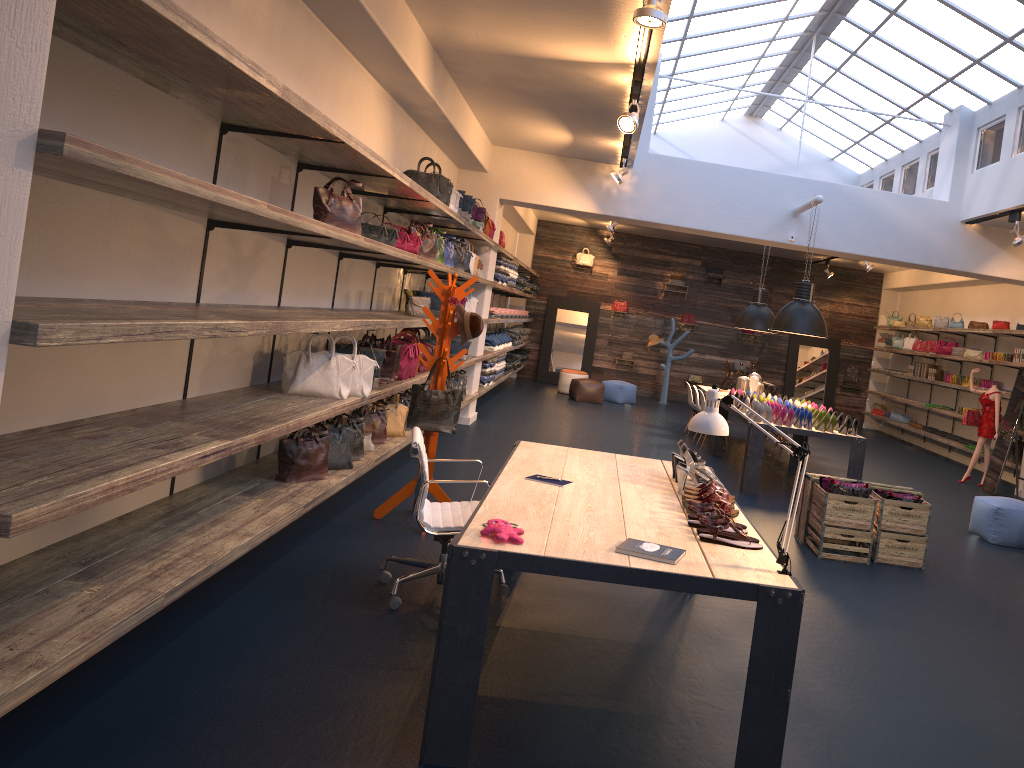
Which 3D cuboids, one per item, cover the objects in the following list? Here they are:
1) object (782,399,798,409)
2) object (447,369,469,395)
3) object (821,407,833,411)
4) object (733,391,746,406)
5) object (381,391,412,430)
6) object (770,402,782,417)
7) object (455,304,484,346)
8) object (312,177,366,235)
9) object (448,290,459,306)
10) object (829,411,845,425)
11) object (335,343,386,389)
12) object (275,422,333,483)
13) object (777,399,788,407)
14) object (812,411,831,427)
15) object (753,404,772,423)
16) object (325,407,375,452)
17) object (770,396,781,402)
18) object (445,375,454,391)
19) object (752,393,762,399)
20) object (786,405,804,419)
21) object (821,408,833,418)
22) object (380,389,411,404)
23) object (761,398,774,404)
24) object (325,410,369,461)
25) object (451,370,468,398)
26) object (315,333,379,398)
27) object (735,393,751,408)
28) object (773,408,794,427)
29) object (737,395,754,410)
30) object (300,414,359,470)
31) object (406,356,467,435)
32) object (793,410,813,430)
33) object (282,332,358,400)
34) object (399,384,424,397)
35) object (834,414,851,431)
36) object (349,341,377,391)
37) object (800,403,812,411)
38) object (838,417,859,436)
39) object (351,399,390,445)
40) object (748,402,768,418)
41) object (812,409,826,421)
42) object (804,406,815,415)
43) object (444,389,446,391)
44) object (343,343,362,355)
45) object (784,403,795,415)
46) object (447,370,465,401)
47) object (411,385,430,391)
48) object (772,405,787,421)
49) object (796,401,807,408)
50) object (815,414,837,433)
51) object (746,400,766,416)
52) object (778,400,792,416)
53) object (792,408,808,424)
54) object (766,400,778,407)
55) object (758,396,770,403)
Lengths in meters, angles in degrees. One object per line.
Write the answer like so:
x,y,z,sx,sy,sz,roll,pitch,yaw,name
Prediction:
3.475,0.278,10.823,0.204,0.195,0.239,8,3,-3,object
-0.697,-0.054,10.677,0.165,0.366,0.413,9,3,42,object
3.699,0.360,10.288,0.204,0.195,0.240,8,3,-2,object
2.817,0.183,10.789,0.202,0.195,0.242,8,3,2,object
-0.945,0.224,7.348,0.200,0.338,0.406,10,3,42,object
2.928,0.299,9.697,0.200,0.195,0.245,9,3,6,object
-0.292,-0.400,6.021,0.181,0.290,0.276,9,2,9,object
-0.991,-1.038,5.064,0.201,0.338,0.405,10,3,39,object
-0.392,-0.581,5.866,0.081,0.112,0.063,8,1,-19,object
3.636,0.400,9.743,0.202,0.195,0.242,8,3,2,object
-1.040,-0.117,5.924,0.322,0.285,0.191,9,2,19,object
-1.189,0.394,5.063,0.201,0.338,0.405,10,3,39,object
3.272,0.272,10.557,0.202,0.195,0.242,8,3,2,object
3.366,0.387,9.443,0.202,0.195,0.242,8,3,2,object
2.644,0.309,9.116,0.199,0.195,0.246,9,3,7,object
-1.144,0.291,6.136,0.165,0.366,0.413,9,3,42,object
3.269,0.246,10.833,0.202,0.195,0.242,8,3,2,object
-0.751,0.056,9.514,0.201,0.338,0.405,10,3,39,object
3.038,0.213,10.819,0.200,0.195,0.244,9,3,5,object
3.177,0.333,9.728,0.203,0.195,0.241,8,3,-1,object
3.618,0.372,10.027,0.198,0.195,0.248,9,3,10,object
-0.992,0.174,7.678,0.165,0.366,0.413,9,3,42,object
2.995,0.260,10.237,0.202,0.195,0.242,8,3,2,object
-1.100,0.344,5.770,0.200,0.338,0.406,10,3,42,object
-0.650,-0.003,10.347,0.200,0.338,0.406,10,3,42,object
-1.042,-0.125,5.383,0.450,0.386,0.182,7,1,-23,object
2.819,0.207,10.529,0.198,0.195,0.247,9,3,9,object
2.871,0.340,9.141,0.204,0.195,0.240,8,3,-1,object
2.773,0.225,10.255,0.205,0.195,0.239,8,3,-3,object
-1.146,0.339,5.447,0.178,0.385,0.458,9,3,39,object
-0.507,0.074,5.850,0.372,0.524,0.203,9,1,6,object
3.090,0.370,9.177,0.198,0.195,0.247,9,3,9,object
-1.132,-0.117,5.148,0.450,0.386,0.182,7,1,-23,object
-0.894,0.166,8.062,0.201,0.338,0.405,10,3,39,object
3.593,0.419,9.462,0.202,0.195,0.242,8,3,2,object
-1.013,-0.124,5.782,0.233,0.329,0.110,9,0,4,object
3.456,0.324,10.286,0.202,0.195,0.242,8,3,2,object
3.568,0.441,9.181,0.202,0.195,0.242,8,3,2,object
-1.046,0.284,6.515,0.201,0.338,0.405,10,3,39,object
2.673,0.287,9.401,0.207,0.195,0.237,8,3,-7,object
3.410,0.370,9.702,0.205,0.195,0.239,8,3,-3,object
3.393,0.342,9.982,0.202,0.195,0.242,8,3,2,object
-0.849,0.063,9.135,0.165,0.366,0.413,9,3,42,object
-1.067,-0.112,5.652,0.334,0.309,0.157,9,1,7,object
3.176,0.309,9.988,0.202,0.195,0.242,8,3,2,object
-0.693,-0.003,9.952,0.179,0.385,0.457,9,3,36,object
-0.849,0.110,8.444,0.178,0.385,0.458,9,3,39,object
2.896,0.318,9.426,0.202,0.195,0.242,8,3,2,object
3.500,0.305,10.566,0.202,0.195,0.242,8,3,2,object
3.322,0.405,9.170,0.206,0.195,0.238,8,3,-5,object
2.727,0.270,9.680,0.209,0.195,0.234,8,3,-12,object
3.217,0.287,10.295,0.209,0.195,0.243,8,3,1,object
3.134,0.350,9.467,0.202,0.195,0.242,8,3,2,object
2.965,0.280,9.960,0.198,0.195,0.247,9,3,9,object
3.033,0.239,10.527,0.202,0.195,0.242,8,3,2,object
